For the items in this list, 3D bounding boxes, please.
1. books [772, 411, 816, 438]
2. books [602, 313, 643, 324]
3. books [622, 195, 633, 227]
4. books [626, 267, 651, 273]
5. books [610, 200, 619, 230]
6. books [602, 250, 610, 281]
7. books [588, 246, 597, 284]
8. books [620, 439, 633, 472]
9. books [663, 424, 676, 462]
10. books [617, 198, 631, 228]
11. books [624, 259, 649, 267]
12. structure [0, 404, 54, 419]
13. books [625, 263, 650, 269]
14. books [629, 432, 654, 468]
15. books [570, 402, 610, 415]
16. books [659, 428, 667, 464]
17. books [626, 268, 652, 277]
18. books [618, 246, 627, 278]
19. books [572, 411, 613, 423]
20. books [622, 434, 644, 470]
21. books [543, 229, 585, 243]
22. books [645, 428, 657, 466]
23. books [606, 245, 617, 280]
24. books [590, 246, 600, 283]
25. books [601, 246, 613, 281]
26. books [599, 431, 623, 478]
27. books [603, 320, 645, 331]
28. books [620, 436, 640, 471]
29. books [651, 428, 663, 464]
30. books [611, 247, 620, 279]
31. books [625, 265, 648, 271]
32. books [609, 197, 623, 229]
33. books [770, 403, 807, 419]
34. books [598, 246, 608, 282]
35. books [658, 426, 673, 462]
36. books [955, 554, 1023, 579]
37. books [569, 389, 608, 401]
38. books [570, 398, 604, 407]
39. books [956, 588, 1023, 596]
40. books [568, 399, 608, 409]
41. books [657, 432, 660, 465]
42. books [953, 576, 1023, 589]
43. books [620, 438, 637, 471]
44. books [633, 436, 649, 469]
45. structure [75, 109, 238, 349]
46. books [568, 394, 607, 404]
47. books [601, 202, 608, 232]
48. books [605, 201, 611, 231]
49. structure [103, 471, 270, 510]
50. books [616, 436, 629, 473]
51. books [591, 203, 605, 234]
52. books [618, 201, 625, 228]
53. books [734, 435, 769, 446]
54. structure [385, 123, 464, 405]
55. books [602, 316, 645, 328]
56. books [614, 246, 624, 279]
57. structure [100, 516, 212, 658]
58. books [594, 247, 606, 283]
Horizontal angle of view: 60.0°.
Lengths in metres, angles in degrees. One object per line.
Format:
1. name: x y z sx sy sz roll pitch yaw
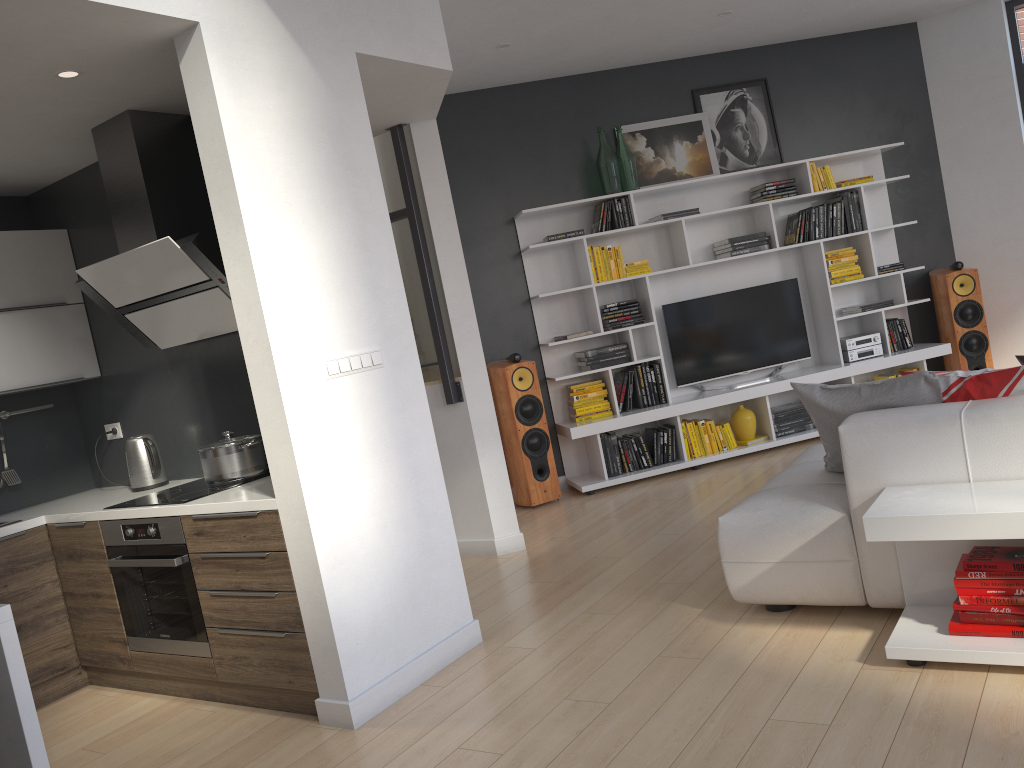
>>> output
1. books: 2.072 0.294 6.697 0.343 0.137 0.277 -12 4 -15
2. books: 0.799 -0.479 6.511 0.266 0.030 0.209 -12 4 -11
3. books: 0.831 -1.248 6.470 0.019 0.230 0.174 -12 4 -10
4. books: 0.905 -0.831 6.506 0.196 0.011 0.148 -12 4 -10
5. books: 0.729 -1.220 6.458 0.021 0.221 0.156 -12 4 -10
6. books: 0.664 -0.853 6.453 0.024 0.229 0.156 -12 4 -10
7. books: 0.551 -0.852 6.438 0.029 0.270 0.204 -12 4 -10
8. books: 0.810 0.516 6.447 0.053 0.240 0.189 -12 4 -9
9. books: 1.158 0.429 6.517 0.066 0.260 0.197 -12 4 -10
10. books: 0.804 -1.236 6.473 0.038 0.218 0.169 -12 4 -10
11. books: 0.891 -0.879 6.511 0.186 0.026 0.138 -12 4 -10
12. structure: -3.324 0.372 3.577 0.050 0.045 3.000 -9 5 35
13. books: 0.901 -0.859 6.500 0.187 0.014 0.134 -12 4 -10
14. books: 0.945 0.481 6.463 0.083 0.249 0.191 -12 4 -10
15. books: 0.568 0.174 6.503 0.255 0.044 0.198 -12 4 -10
16. books: 1.092 0.452 6.493 0.071 0.243 0.179 -12 4 -11
17. books: 0.909 -0.808 6.504 0.190 0.033 0.147 -12 4 -10
18. books: 0.783 -0.884 6.493 0.024 0.234 0.172 -12 4 -10
19. books: 0.584 0.234 6.494 0.270 0.029 0.204 -12 4 -5
20. books: 0.881 0.492 6.456 0.066 0.255 0.193 -12 4 -10
21. books: 0.370 -1.056 6.389 0.268 0.046 0.208 -12 4 -6
22. books: 1.018 0.459 6.496 0.066 0.260 0.197 -12 4 -10
23. books: 0.704 -0.876 6.477 0.035 0.250 0.185 -12 4 -10
24. books: 0.576 -0.858 6.451 0.025 0.270 0.213 -12 4 -10
25. books: 0.678 -0.870 6.474 0.019 0.251 0.180 -12 4 -10
26. books: 0.684 0.504 6.432 0.128 0.321 0.259 -12 4 -10
27. books: 0.819 -0.428 6.496 0.263 0.026 0.189 -12 4 -11
28. books: 0.857 0.504 6.441 0.050 0.242 0.169 -12 4 -10
29. books: 1.064 0.452 6.501 0.075 0.254 0.192 -12 4 -11
30. books: 0.733 -0.876 6.484 0.023 0.239 0.169 -12 4 -10
31. books: 0.900 -0.842 6.485 0.169 0.018 0.113 -12 4 -8
32. books: 0.750 -1.231 6.467 0.025 0.232 0.176 -12 4 -10
33. books: 2.044 0.204 6.711 0.310 0.047 0.250 -12 4 -14
34. books: 0.639 -0.866 6.470 0.015 0.263 0.199 -12 4 -10
35. books: 1.126 0.441 6.511 0.084 0.249 0.191 -12 4 -10
36. books: 1.528 0.565 2.753 0.254 0.025 0.178 -9 5 35
37. books: 0.558 0.077 6.507 0.250 0.035 0.185 -12 4 -7
38. books: 0.547 0.129 6.491 0.228 0.024 0.152 -12 4 -6
39. books: 1.545 0.615 2.768 0.261 0.028 0.191 -9 5 35
40. books: 0.557 0.145 6.514 0.263 0.015 0.198 -12 4 -7
41. books: 1.046 0.465 6.473 0.069 0.242 0.172 -12 4 -9
42. books: 1.532 0.591 2.751 0.269 0.028 0.179 -8 5 36
43. books: 0.835 0.512 6.445 0.049 0.236 0.170 -12 4 -9
44. books: 0.913 0.492 6.454 0.066 0.242 0.177 -12 4 -10
45. structure: -1.582 -0.676 3.944 0.898 0.998 0.407 -9 5 35
46. books: 0.552 0.106 6.509 0.251 0.019 0.180 -12 4 -10
47. books: 0.653 -1.201 6.457 0.087 0.214 0.171 -12 4 -9
48. books: 0.683 -1.207 6.449 0.074 0.212 0.154 -12 4 -11
49. structure: -1.407 0.467 3.956 0.600 0.006 0.550 -9 5 35
50. books: 0.775 0.507 6.445 0.053 0.268 0.202 -12 4 -10
51. books: 0.623 -1.195 6.445 0.096 0.213 0.166 -12 4 -11
52. books: 0.778 -1.222 6.467 0.021 0.200 0.147 -12 4 -10
53. books: 1.750 0.419 6.627 0.204 0.029 0.270 -13 4 -25
54. structure: -1.448 -1.120 7.276 4.190 4.339 2.823 -9 5 35
55. books: 0.814 -0.453 6.496 0.270 0.025 0.189 -12 4 -11
56. books: 0.758 -0.879 6.485 0.024 0.234 0.172 -12 4 -10
57. structure: -1.365 0.810 3.942 0.587 0.588 0.584 -9 5 35
58. books: 0.610 -0.858 6.463 0.044 0.255 0.198 -12 4 -10
